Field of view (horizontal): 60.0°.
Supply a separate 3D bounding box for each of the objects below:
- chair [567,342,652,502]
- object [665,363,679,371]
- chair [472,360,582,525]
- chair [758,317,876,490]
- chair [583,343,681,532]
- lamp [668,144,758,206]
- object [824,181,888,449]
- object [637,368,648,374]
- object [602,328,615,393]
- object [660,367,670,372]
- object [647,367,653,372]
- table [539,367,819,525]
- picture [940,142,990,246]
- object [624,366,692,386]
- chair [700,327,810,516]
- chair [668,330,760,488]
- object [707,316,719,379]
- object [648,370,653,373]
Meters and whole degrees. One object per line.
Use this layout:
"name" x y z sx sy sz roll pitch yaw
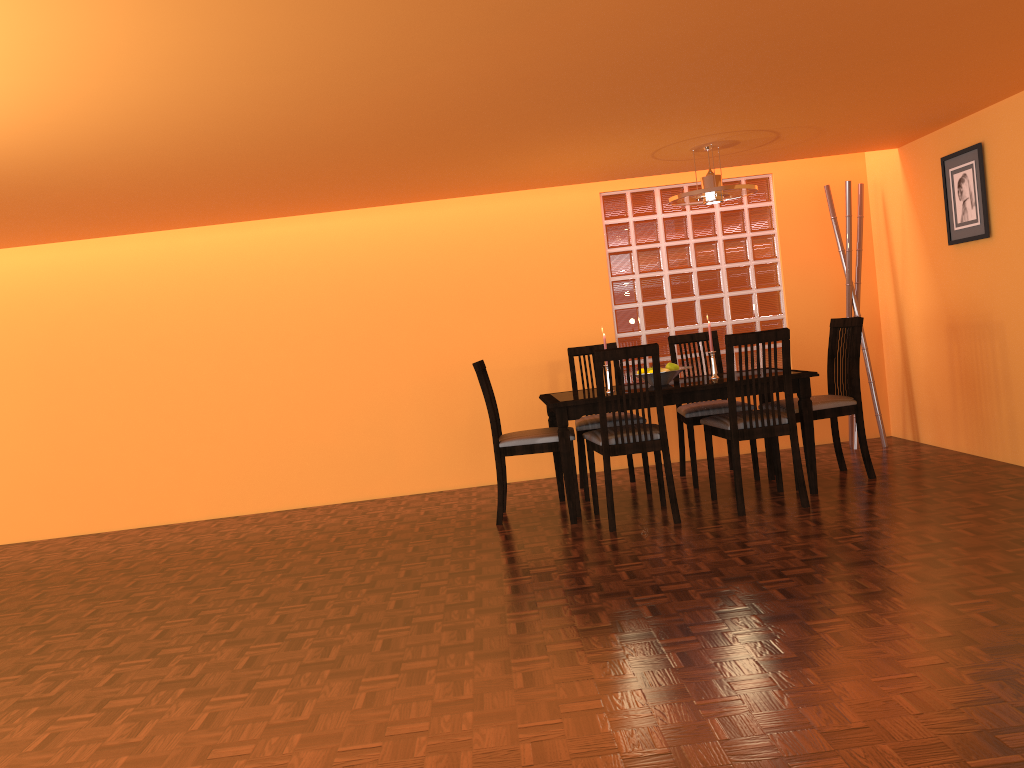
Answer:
"chair" 0.506 0.190 4.836 0.373 0.809 0.465 -7 3 -2
"object" 0.802 -0.076 4.436 0.069 0.066 0.069 -6 3 8
"chair" 0.082 0.261 4.439 0.465 0.809 0.373 -7 3 3
"chair" 1.534 0.089 4.476 0.465 0.809 0.373 -7 3 -7
"chair" 0.534 0.228 4.072 0.373 0.809 0.465 -7 3 -2
"lamp" 0.981 -1.031 4.380 0.435 0.274 0.435 -6 3 20
"object" 2.049 -0.404 5.269 0.226 1.589 0.308 -6 3 20
"object" 0.647 -0.054 4.386 0.055 0.046 0.046 -8 3 -19
"object" 0.463 -0.123 4.337 0.044 0.326 0.044 -7 3 -13
"object" 0.754 -0.053 4.376 0.066 0.070 0.055 -8 3 -20
"object" 0.705 -0.045 4.462 0.087 0.076 0.089 -6 3 4
"table" 0.814 0.289 4.439 1.259 0.584 0.697 -7 3 -2
"picture" 2.263 -0.939 4.436 0.014 0.456 0.361 -7 3 -2
"object" 0.735 -0.032 4.433 0.337 0.072 0.337 -9 4 -35
"chair" 1.106 0.160 4.090 0.373 0.809 0.465 -7 3 -2
"chair" 1.079 0.122 4.854 0.373 0.809 0.465 -7 3 -2
"object" 0.998 -0.191 4.438 0.044 0.326 0.044 -7 3 -13
"object" 0.693 -0.047 4.366 0.046 0.046 0.055 -9 4 -39
